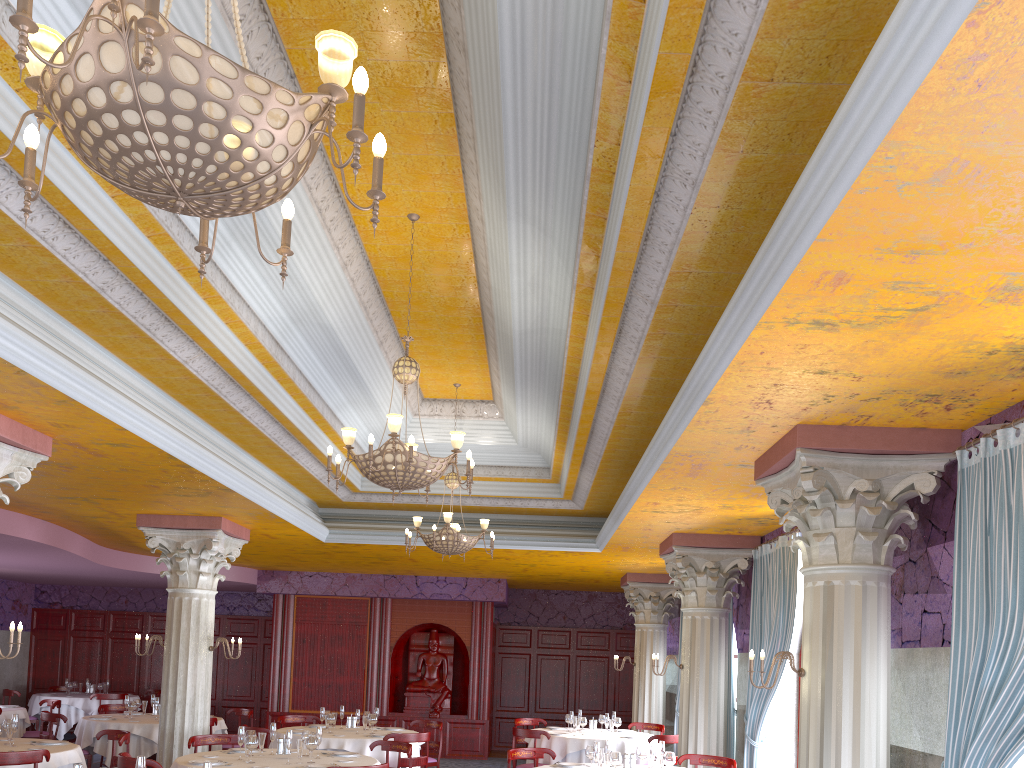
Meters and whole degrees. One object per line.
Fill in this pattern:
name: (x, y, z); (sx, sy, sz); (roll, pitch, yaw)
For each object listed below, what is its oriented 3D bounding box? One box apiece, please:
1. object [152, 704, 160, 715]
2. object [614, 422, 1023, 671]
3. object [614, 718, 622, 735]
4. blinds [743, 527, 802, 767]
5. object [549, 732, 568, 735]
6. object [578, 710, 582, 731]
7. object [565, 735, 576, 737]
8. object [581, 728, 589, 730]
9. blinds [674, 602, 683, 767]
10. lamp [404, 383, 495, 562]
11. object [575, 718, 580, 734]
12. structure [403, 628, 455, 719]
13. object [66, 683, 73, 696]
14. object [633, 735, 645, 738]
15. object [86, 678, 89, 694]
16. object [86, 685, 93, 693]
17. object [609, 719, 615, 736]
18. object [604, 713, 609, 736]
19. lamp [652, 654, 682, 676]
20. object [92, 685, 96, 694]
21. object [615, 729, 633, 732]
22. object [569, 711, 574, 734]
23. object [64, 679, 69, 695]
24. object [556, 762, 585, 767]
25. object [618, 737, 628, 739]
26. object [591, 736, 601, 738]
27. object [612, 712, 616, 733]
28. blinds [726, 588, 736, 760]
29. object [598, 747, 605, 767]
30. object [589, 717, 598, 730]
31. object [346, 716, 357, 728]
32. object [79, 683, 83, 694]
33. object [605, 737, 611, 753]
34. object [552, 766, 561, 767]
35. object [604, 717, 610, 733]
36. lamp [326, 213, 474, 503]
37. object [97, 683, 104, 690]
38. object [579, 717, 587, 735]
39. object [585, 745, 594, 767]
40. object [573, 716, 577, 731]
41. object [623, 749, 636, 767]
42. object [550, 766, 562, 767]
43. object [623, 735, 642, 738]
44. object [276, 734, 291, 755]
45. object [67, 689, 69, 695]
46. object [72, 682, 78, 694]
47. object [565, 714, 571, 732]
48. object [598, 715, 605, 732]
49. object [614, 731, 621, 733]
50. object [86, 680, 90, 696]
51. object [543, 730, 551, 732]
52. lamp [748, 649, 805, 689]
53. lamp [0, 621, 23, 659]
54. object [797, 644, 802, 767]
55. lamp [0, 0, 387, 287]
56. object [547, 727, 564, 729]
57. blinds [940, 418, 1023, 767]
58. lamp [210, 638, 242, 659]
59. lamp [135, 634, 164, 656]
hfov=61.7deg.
object: (-7.701, 4.796, 14.432); (5.704, 1.162, 0.360); (-8, -9, 29)
object: (2.677, 2.142, 5.612); (2.092, 3.474, 30.493); (2, -18, 2)
object: (1.596, 5.189, 12.972); (0.122, 0.258, 0.125); (1, -6, 15)
blinds: (2.798, 3.410, 9.333); (0.244, 3.435, 1.754); (2, -6, 3)
object: (0.686, 5.158, 12.614); (0.313, 0.023, 0.328); (2, -18, 1)
object: (1.067, 5.302, 13.498); (0.074, 0.328, 0.075); (-1, -5, 38)
object: (0.856, 5.126, 12.488); (0.263, 0.019, 0.056); (17, -22, -38)
object: (1.191, 5.577, 13.839); (0.159, 0.009, 0.166); (-5, -19, 20)
blinds: (2.887, 4.917, 14.025); (0.244, 3.435, 1.754); (2, -6, 3)
lamp: (-0.706, 1.030, 10.296); (0.976, 2.125, 0.967); (8, -8, -43)
object: (0.991, 5.153, 12.892); (0.086, 0.232, 0.087); (4, -5, -18)
structure: (-1.712, 5.902, 17.530); (0.964, 1.804, 0.657); (2, -5, 1)
object: (-9.014, 6.218, 17.452); (0.123, 0.258, 0.125); (-2, -7, 38)
object: (1.895, 5.255, 12.767); (0.056, 0.019, 0.263); (14, -21, -36)
object: (-9.007, 6.407, 18.153); (0.074, 0.328, 0.075); (3, -4, -7)
object: (-8.820, 6.353, 17.893); (0.145, 0.206, 0.073); (5, -5, -19)
object: (1.500, 5.176, 12.904); (0.086, 0.232, 0.087); (4, -5, -18)
object: (1.415, 5.095, 12.811); (0.074, 0.328, 0.075); (-1, -5, 38)
lamp: (1.930, 3.525, 10.744); (0.382, 0.266, 0.353); (5, -13, -11)
object: (-8.574, 6.282, 17.559); (0.086, 0.232, 0.087); (4, -5, -18)
object: (1.784, 5.541, 13.680); (0.313, 0.023, 0.328); (2, -18, 1)
object: (0.898, 5.130, 12.982); (0.074, 0.328, 0.075); (-1, -5, 38)
object: (-9.176, 6.235, 17.637); (0.074, 0.328, 0.075); (3, -4, -7)
object: (0.610, 3.971, 8.918); (0.318, 0.023, 0.323); (12, -20, -27)
object: (1.622, 5.158, 12.486); (0.028, 0.013, 0.237); (16, -22, -40)
object: (1.231, 5.147, 12.490); (0.161, 0.009, 0.164); (-13, -23, 39)
object: (1.584, 5.267, 13.328); (0.074, 0.328, 0.075); (-1, -5, 38)
blinds: (2.849, 4.272, 12.019); (0.244, 3.435, 1.753); (2, -6, 1)
object: (0.888, 3.781, 8.622); (0.086, 0.232, 0.088); (2, -5, 4)
object: (1.253, 5.247, 13.238); (0.145, 0.206, 0.073); (5, -5, -19)
object: (-2.246, 4.711, 11.984); (0.145, 0.206, 0.073); (5, -5, -19)
object: (-9.095, 6.421, 18.055); (0.086, 0.232, 0.087); (4, -5, -18)
object: (0.976, 3.767, 8.720); (0.074, 0.328, 0.074); (4, -4, -30)
object: (0.510, 3.932, 8.776); (0.022, 0.003, 0.258); (18, -23, -41)
object: (1.487, 5.339, 13.412); (0.086, 0.232, 0.088); (0, -5, 26)
lamp: (-0.781, -0.233, 6.364); (0.976, 2.125, 0.967); (8, -8, -43)
object: (-8.478, 6.295, 17.627); (0.122, 0.258, 0.125); (1, -6, 15)
object: (1.059, 5.112, 12.797); (0.123, 0.258, 0.124); (6, -7, -30)
object: (0.793, 3.743, 8.555); (0.122, 0.258, 0.125); (1, -6, 15)
object: (0.978, 5.316, 13.401); (0.086, 0.232, 0.087); (4, -5, -18)
object: (1.163, 3.712, 8.460); (0.145, 0.206, 0.073); (5, -5, -19)
object: (0.484, 3.914, 8.748); (0.056, 0.019, 0.263); (14, -21, -36)
object: (1.769, 5.194, 12.597); (0.313, 0.023, 0.328); (2, -18, 1)
object: (-2.308, 3.647, 8.670); (0.145, 0.206, 0.073); (5, -5, -19)
object: (-9.083, 6.259, 17.547); (0.086, 0.232, 0.087); (4, -5, -18)
object: (-9.190, 6.383, 17.988); (0.123, 0.258, 0.125); (-2, -7, 38)
object: (0.883, 5.277, 13.334); (0.122, 0.258, 0.125); (1, -6, 15)
object: (1.420, 5.354, 13.509); (0.122, 0.258, 0.125); (3, -6, -7)
object: (1.664, 5.492, 13.517); (0.030, 0.010, 0.142); (15, -22, -38)
object: (-8.659, 6.201, 17.466); (0.074, 0.328, 0.075); (3, -4, -7)
object: (0.536, 5.330, 13.146); (0.159, 0.009, 0.166); (-5, -19, 20)
lamp: (1.841, 2.008, 6.021); (0.382, 0.266, 0.353); (5, -13, -11)
lamp: (-3.704, 1.800, 6.033); (0.382, 0.266, 0.353); (5, -13, -11)
object: (3.430, 2.786, 8.314); (0.160, 2.465, 3.722); (2, -13, 2)
lamp: (-0.857, -1.516, 2.368); (0.976, 2.125, 0.967); (8, -8, -43)
object: (0.701, 5.505, 13.697); (0.313, 0.023, 0.328); (2, -18, 1)
blinds: (2.707, 1.868, 4.532); (0.244, 3.435, 1.754); (2, -6, 3)
lamp: (-3.613, 3.331, 10.802); (0.382, 0.266, 0.353); (5, -13, -11)
lamp: (-4.566, 3.320, 10.879); (0.382, 0.266, 0.353); (5, -13, -11)
